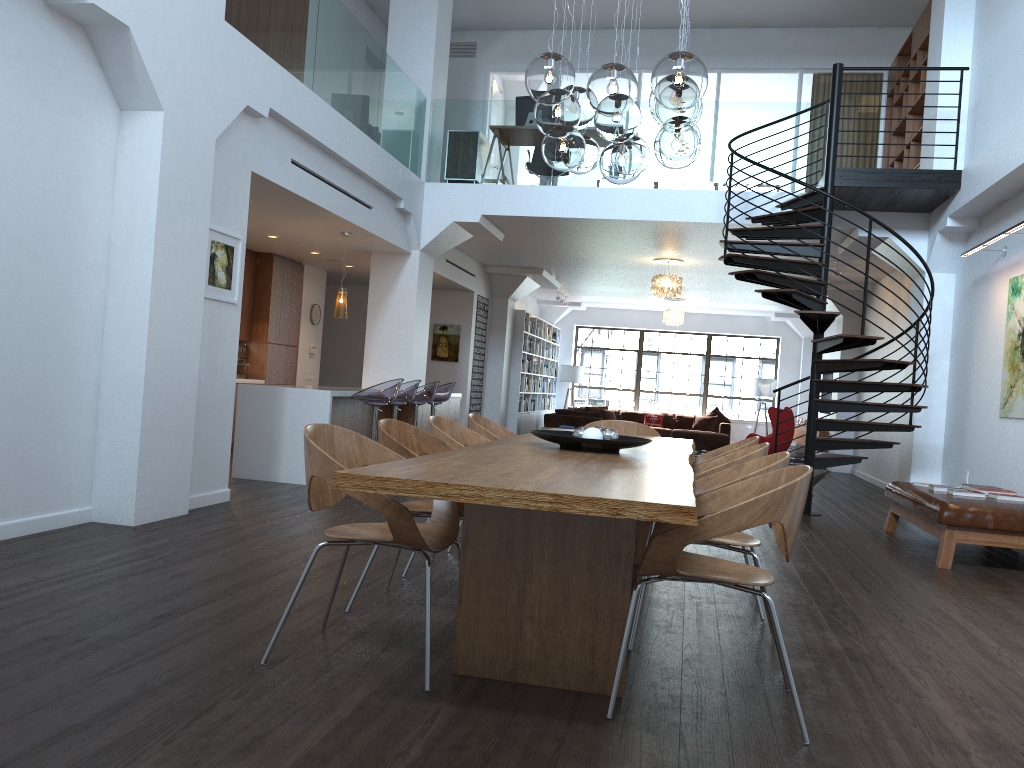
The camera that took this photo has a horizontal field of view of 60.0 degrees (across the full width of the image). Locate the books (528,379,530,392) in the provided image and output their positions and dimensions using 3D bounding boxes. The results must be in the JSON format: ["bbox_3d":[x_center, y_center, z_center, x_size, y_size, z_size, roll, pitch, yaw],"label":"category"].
[{"bbox_3d":[0.248,0.029,17.274,0.183,0.253,0.034,4,0,11],"label":"books"}]

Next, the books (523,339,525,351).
[{"bbox_3d":[0.148,-0.722,16.466,0.172,0.235,0.112,4,0,11],"label":"books"}]

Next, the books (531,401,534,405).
[{"bbox_3d":[0.362,0.443,17.990,0.146,0.202,0.027,4,0,11],"label":"books"}]

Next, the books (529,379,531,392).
[{"bbox_3d":[0.275,0.030,17.408,0.183,0.253,0.034,4,0,11],"label":"books"}]

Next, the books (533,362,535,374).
[{"bbox_3d":[0.352,-0.330,17.642,0.174,0.240,0.054,4,0,11],"label":"books"}]

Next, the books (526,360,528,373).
[{"bbox_3d":[0.201,-0.342,16.898,0.174,0.239,0.045,4,0,11],"label":"books"}]

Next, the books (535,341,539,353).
[{"bbox_3d":[0.459,-0.726,18.056,0.176,0.290,0.053,4,0,11],"label":"books"}]

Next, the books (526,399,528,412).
[{"bbox_3d":[0.205,0.405,17.214,0.183,0.253,0.042,4,0,11],"label":"books"}]

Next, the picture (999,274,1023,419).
[{"bbox_3d":[4.162,-0.320,7.149,0.010,1.200,1.095,4,0,11],"label":"picture"}]

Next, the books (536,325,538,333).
[{"bbox_3d":[0.446,-1.070,17.857,0.140,0.231,0.042,4,0,11],"label":"books"}]

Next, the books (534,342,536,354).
[{"bbox_3d":[0.371,-0.714,17.564,0.182,0.253,0.034,4,0,11],"label":"books"}]

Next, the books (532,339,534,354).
[{"bbox_3d":[0.326,-0.736,17.400,0.176,0.291,0.053,4,0,11],"label":"books"}]

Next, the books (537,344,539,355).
[{"bbox_3d":[0.447,-0.702,17.979,0.174,0.239,0.045,4,0,11],"label":"books"}]

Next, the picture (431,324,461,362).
[{"bbox_3d":[-1.079,-0.672,14.476,0.450,0.600,0.030,4,0,11],"label":"picture"}]

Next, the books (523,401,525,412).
[{"bbox_3d":[0.155,0.425,16.943,0.161,0.223,0.030,4,0,11],"label":"books"}]

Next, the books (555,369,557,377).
[{"bbox_3d":[0.934,-0.271,20.519,0.182,0.215,0.188,4,0,11],"label":"books"}]

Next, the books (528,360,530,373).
[{"bbox_3d":[0.252,-0.344,17.142,0.182,0.253,0.034,4,0,11],"label":"books"}]

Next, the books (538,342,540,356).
[{"bbox_3d":[0.466,-0.722,18.116,0.197,0.283,0.065,4,0,11],"label":"books"}]

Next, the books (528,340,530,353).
[{"bbox_3d":[0.250,-0.720,17.056,0.171,0.246,0.039,4,0,11],"label":"books"}]

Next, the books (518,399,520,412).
[{"bbox_3d":[0.053,0.400,16.436,0.174,0.240,0.054,4,0,11],"label":"books"}]

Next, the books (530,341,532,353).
[{"bbox_3d":[0.293,-0.713,17.237,0.174,0.240,0.054,4,0,11],"label":"books"}]

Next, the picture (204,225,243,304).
[{"bbox_3d":[-2.082,-0.850,6.368,0.018,0.500,0.500,4,0,11],"label":"picture"}]

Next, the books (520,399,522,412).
[{"bbox_3d":[0.083,0.396,16.629,0.180,0.251,0.048,4,0,11],"label":"books"}]

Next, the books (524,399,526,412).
[{"bbox_3d":[0.172,0.406,17.052,0.171,0.246,0.039,4,0,11],"label":"books"}]

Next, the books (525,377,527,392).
[{"bbox_3d":[0.194,0.006,17.038,0.176,0.290,0.053,4,0,11],"label":"books"}]

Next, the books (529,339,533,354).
[{"bbox_3d":[0.299,-0.735,17.353,0.198,0.284,0.049,4,0,11],"label":"books"}]

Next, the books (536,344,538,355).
[{"bbox_3d":[0.426,-0.695,17.862,0.161,0.223,0.027,4,0,11],"label":"books"}]

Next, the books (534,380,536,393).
[{"bbox_3d":[0.381,0.039,17.898,0.183,0.253,0.034,4,0,11],"label":"books"}]

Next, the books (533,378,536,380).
[{"bbox_3d":[0.380,0.021,17.934,0.176,0.290,0.036,4,0,11],"label":"books"}]

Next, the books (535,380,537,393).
[{"bbox_3d":[0.404,0.041,18.078,0.183,0.253,0.034,4,0,11],"label":"books"}]

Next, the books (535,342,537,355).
[{"bbox_3d":[0.400,-0.712,17.735,0.182,0.253,0.034,4,0,11],"label":"books"}]

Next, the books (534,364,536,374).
[{"bbox_3d":[0.398,-0.309,17.870,0.161,0.207,0.135,4,0,11],"label":"books"}]

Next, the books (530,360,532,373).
[{"bbox_3d":[0.292,-0.341,17.311,0.182,0.253,0.034,4,0,11],"label":"books"}]

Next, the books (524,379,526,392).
[{"bbox_3d":[0.178,0.027,16.957,0.171,0.246,0.057,4,0,11],"label":"books"}]

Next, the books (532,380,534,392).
[{"bbox_3d":[0.337,0.036,17.709,0.183,0.253,0.034,4,0,11],"label":"books"}]

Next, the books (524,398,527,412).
[{"bbox_3d":[0.183,0.400,17.131,0.180,0.259,0.042,4,0,11],"label":"books"}]

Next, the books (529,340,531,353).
[{"bbox_3d":[0.261,-0.723,17.129,0.183,0.253,0.042,4,0,11],"label":"books"}]

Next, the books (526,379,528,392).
[{"bbox_3d":[0.223,0.030,17.161,0.171,0.246,0.057,4,0,11],"label":"books"}]

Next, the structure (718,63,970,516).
[{"bbox_3d":[2.999,-0.920,8.580,1.998,4.352,1.998,4,0,-28],"label":"structure"}]

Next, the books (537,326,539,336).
[{"bbox_3d":[0.450,-1.067,17.906,0.158,0.226,0.052,4,0,11],"label":"books"}]

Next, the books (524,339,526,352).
[{"bbox_3d":[0.161,-0.725,16.549,0.174,0.242,0.105,4,0,11],"label":"books"}]

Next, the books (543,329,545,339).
[{"bbox_3d":[0.595,-1.054,18.579,0.161,0.223,0.032,4,0,11],"label":"books"}]

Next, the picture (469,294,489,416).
[{"bbox_3d":[-0.563,-0.287,15.029,0.021,2.380,0.800,4,0,12],"label":"picture"}]

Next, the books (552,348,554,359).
[{"bbox_3d":[0.837,-0.677,19.879,0.183,0.253,0.034,4,0,11],"label":"books"}]

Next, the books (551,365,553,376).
[{"bbox_3d":[0.817,-0.299,19.967,0.183,0.253,0.042,4,0,11],"label":"books"}]

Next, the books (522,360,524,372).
[{"bbox_3d":[0.154,-0.341,16.629,0.140,0.231,0.042,4,0,11],"label":"books"}]

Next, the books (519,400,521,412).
[{"bbox_3d":[0.072,0.410,16.509,0.161,0.223,0.032,4,0,11],"label":"books"}]

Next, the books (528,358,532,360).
[{"bbox_3d":[0.295,-0.360,17.375,0.176,0.294,0.102,4,0,11],"label":"books"}]

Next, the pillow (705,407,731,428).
[{"bbox_3d":[4.377,0.779,19.205,0.651,0.587,0.335,4,0,-10],"label":"pillow"}]

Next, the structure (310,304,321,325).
[{"bbox_3d":[-2.816,-0.995,12.707,0.040,0.300,0.300,4,0,11],"label":"structure"}]

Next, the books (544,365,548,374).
[{"bbox_3d":[0.711,-0.297,19.383,0.140,0.231,0.042,4,0,11],"label":"books"}]

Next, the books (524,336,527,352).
[{"bbox_3d":[0.186,-0.747,16.623,0.176,0.290,0.053,4,0,11],"label":"books"}]

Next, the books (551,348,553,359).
[{"bbox_3d":[0.803,-0.680,19.721,0.183,0.253,0.034,4,0,11],"label":"books"}]

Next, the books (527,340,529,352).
[{"bbox_3d":[0.218,-0.726,16.894,0.183,0.253,0.042,4,0,11],"label":"books"}]

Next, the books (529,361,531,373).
[{"bbox_3d":[0.273,-0.336,17.240,0.174,0.239,0.045,4,0,11],"label":"books"}]
